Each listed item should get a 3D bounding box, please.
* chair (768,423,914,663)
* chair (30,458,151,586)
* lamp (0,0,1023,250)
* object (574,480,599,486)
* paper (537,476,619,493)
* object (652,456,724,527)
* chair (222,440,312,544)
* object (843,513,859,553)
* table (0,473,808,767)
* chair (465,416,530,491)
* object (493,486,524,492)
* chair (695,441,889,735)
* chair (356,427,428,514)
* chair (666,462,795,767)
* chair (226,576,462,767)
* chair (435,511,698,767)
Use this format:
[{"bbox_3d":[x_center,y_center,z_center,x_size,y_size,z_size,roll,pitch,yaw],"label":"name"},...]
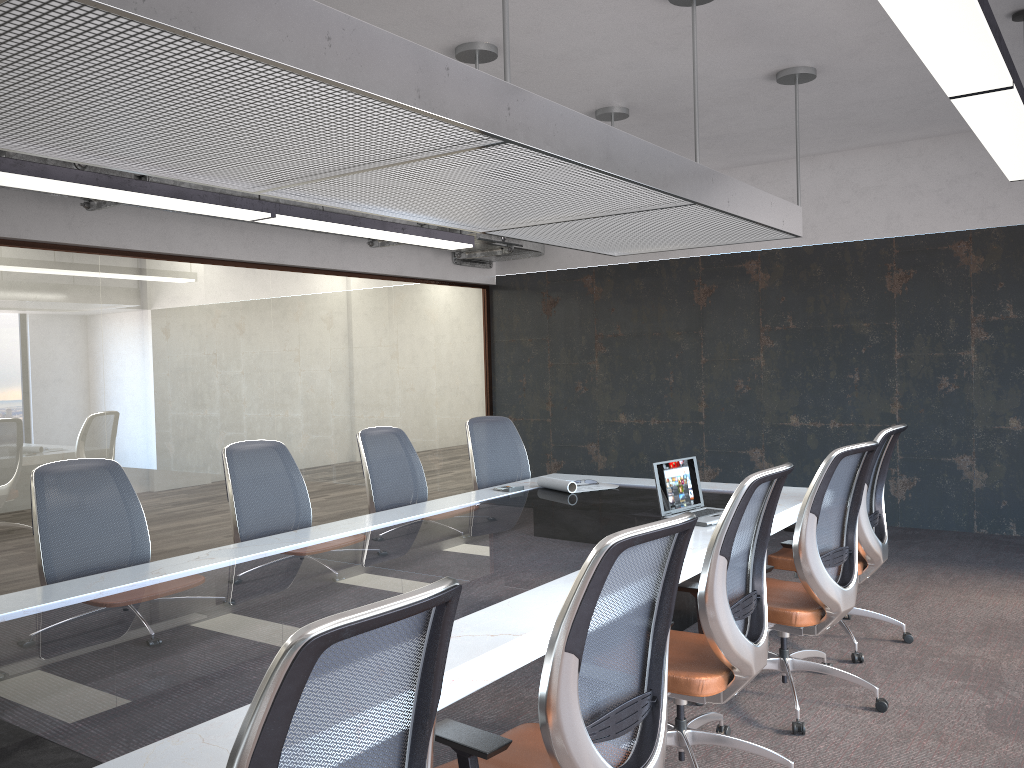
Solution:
[{"bbox_3d":[1.690,0.791,4.751,0.828,1.166,0.789,-2,1,-1],"label":"chair"},{"bbox_3d":[-1.589,0.907,3.684,0.828,1.166,0.789,-2,1,-1],"label":"chair"},{"bbox_3d":[-0.517,-1.440,3.461,4.126,0.908,6.097,-1,2,35],"label":"lamp"},{"bbox_3d":[0.447,0.621,5.588,0.200,0.036,0.049,-2,1,-18],"label":"object"},{"bbox_3d":[0.408,0.609,5.507,0.379,0.069,0.348,-2,2,-30],"label":"paper"},{"bbox_3d":[0.920,0.514,4.319,0.366,0.277,0.308,-3,2,-45],"label":"object"},{"bbox_3d":[-1.048,0.874,4.461,0.828,1.166,0.789,-2,1,-1],"label":"chair"},{"bbox_3d":[1.734,0.759,4.729,0.378,0.308,0.138,-3,2,-44],"label":"object"},{"bbox_3d":[-0.489,1.087,3.443,1.898,0.745,5.498,-1,2,35],"label":"table"},{"bbox_3d":[0.075,0.808,5.985,0.828,1.166,0.789,-1,1,14],"label":"chair"},{"bbox_3d":[-0.021,0.640,5.471,0.126,0.026,0.161,-3,2,-41],"label":"object"},{"bbox_3d":[1.205,0.824,3.937,0.828,1.166,0.789,-1,1,10],"label":"chair"},{"bbox_3d":[-0.506,0.841,5.238,0.828,1.166,0.789,-2,1,-1],"label":"chair"},{"bbox_3d":[0.607,0.857,3.197,0.828,1.166,0.789,-2,1,-1],"label":"chair"},{"bbox_3d":[-0.476,0.924,1.642,0.828,1.166,0.789,-2,1,-1],"label":"chair"},{"bbox_3d":[0.080,0.893,2.285,0.828,1.166,0.789,-1,1,5],"label":"chair"}]
